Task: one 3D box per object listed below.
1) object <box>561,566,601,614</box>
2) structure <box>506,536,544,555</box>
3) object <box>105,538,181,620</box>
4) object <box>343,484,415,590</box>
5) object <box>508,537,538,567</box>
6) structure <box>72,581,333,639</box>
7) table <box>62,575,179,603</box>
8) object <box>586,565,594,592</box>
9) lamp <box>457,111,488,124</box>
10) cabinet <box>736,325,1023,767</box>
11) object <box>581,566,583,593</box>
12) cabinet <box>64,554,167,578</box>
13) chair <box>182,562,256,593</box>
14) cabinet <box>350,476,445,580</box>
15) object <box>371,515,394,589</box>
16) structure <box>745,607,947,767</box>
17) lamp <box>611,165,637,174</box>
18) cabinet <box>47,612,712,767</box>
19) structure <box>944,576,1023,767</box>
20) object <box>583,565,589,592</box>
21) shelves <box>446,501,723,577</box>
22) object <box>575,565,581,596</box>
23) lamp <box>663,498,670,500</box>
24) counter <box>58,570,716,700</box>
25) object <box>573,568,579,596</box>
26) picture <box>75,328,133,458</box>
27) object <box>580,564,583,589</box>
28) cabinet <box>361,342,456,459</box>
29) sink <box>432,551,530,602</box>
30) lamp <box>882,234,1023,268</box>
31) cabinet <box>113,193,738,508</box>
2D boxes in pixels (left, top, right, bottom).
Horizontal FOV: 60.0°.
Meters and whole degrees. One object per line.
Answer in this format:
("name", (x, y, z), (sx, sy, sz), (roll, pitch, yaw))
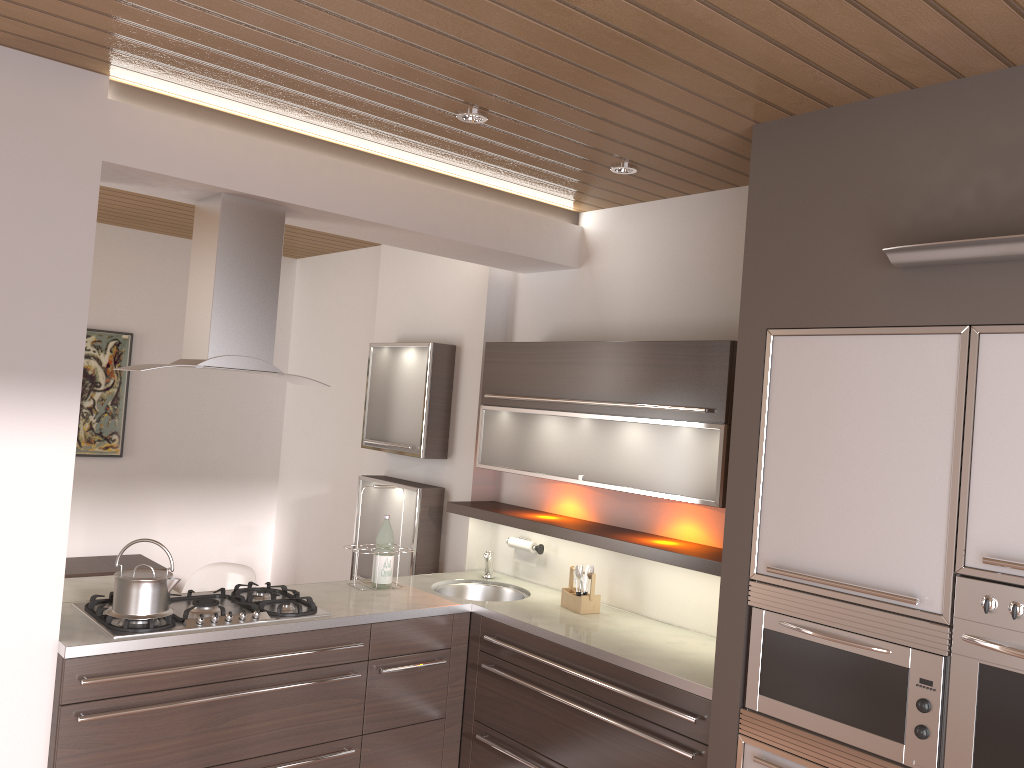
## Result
("object", (0.298, 0.882, 3.808), (0.100, 0.170, 0.173), (5, -2, -29))
("structure", (0.079, 0.776, 4.278), (0.087, 0.049, 0.237), (6, -2, -40))
("object", (-1.261, 0.655, 3.039), (0.221, 0.251, 0.221), (3, -2, 42))
("object", (-0.591, 0.676, 3.970), (0.291, 0.453, 0.210), (5, -2, -35))
("object", (0.048, 0.808, 4.272), (0.053, 0.119, 0.165), (6, -2, -41))
("structure", (-1.141, 0.820, 3.301), (0.797, 0.047, 0.494), (6, -2, -40))
("table", (-1.844, 1.329, 3.831), (0.800, 0.758, 1.100), (6, -2, -40))
("object", (0.323, 0.865, 3.766), (0.042, 0.192, 0.040), (4, -1, 8))
("lamp", (-0.131, -0.906, 2.938), (0.102, 0.055, 0.102), (4, -2, 21))
("cabinet", (1.345, 0.836, 2.060), (1.047, 1.948, 1.796), (6, -2, -40))
("object", (0.296, 0.866, 3.751), (0.023, 0.196, 0.018), (6, -2, -39))
("cabinet", (-2.921, 1.351, 5.019), (1.740, 0.608, 0.540), (6, -2, -40))
("chair", (-1.532, 1.319, 4.214), (0.491, 0.847, 0.608), (4, -2, 20))
("cabinet", (-0.641, 0.827, 4.803), (0.194, 0.600, 0.598), (6, -2, -40))
("object", (-0.565, 0.741, 3.926), (0.091, 0.319, 0.091), (5, -1, -5))
("structure", (0.896, 0.834, 2.461), (0.049, 0.301, 0.569), (6, -2, -40))
("lamp", (0.433, -0.850, 3.421), (0.102, 0.055, 0.102), (5, -1, -12))
("cabinet", (-0.372, 1.371, 3.149), (2.150, 0.870, 1.850), (6, -2, -40))
("structure", (1.277, 0.783, 2.001), (0.066, 0.583, 0.582), (6, -2, -40))
("object", (0.307, 0.867, 3.770), (0.020, 0.196, 0.017), (5, -2, -18))
("shelves", (0.396, 0.646, 3.774), (0.313, 0.050, 1.850), (6, -2, -40))
("object", (0.281, 0.861, 3.741), (0.042, 0.192, 0.040), (4, -1, 6))
("lamp", (0.625, 0.451, 3.535), (0.056, 0.018, 0.056), (4, -2, 21))
("counter", (-0.336, 0.919, 3.161), (2.150, 0.036, 1.850), (6, -2, -40))
("object", (0.277, 0.874, 3.769), (0.044, 0.178, 0.019), (4, -2, 24))
("picture", (-2.958, 0.025, 5.296), (1.277, 0.801, 0.018), (6, -2, -40))
("object", (0.297, 0.866, 3.774), (0.018, 0.196, 0.022), (6, -2, -39))
("cabinet", (-0.616, 0.075, 4.769), (0.619, 0.600, 0.172), (3, -2, 35))
("sink", (-0.154, 0.958, 4.068), (0.450, 0.347, 0.494), (5, -2, -35))
("lamp", (1.336, -0.320, 1.979), (0.139, 0.033, 1.020), (6, -2, -40))
("cabinet", (-0.214, -0.147, 3.292), (2.058, 1.032, 1.399), (6, -2, -37))
